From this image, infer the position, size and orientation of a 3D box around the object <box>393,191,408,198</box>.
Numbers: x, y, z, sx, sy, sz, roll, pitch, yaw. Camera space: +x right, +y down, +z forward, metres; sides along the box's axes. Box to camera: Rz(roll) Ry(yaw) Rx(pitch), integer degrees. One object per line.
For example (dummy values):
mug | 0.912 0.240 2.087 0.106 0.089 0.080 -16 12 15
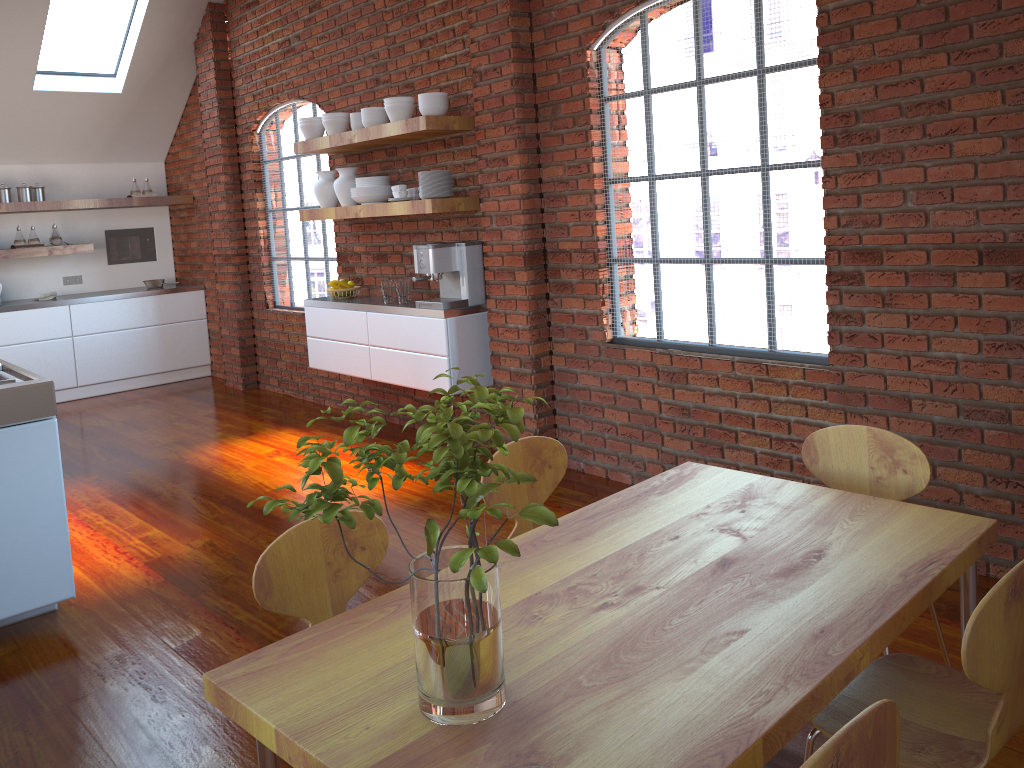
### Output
object | -0.662 -1.117 5.210 0.092 0.046 0.100 6 14 43

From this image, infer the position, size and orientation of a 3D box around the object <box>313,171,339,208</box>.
object | -1.244 -1.312 5.948 0.192 0.247 0.195 -4 7 -1

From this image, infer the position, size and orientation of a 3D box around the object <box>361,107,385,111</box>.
object | -0.843 -1.661 5.406 0.166 0.060 0.167 6 15 43

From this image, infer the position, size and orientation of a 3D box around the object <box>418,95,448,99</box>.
object | -0.440 -1.575 4.922 0.165 0.060 0.168 -4 11 -1

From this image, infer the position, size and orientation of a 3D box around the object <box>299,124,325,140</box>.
object | -1.324 -1.673 5.867 0.180 0.102 0.184 -4 10 -4

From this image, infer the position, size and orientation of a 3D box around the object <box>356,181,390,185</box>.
object | -0.867 -1.232 5.495 0.214 0.054 0.216 6 14 40

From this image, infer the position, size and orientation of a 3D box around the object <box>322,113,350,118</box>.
object | -1.139 -1.696 5.702 0.180 0.102 0.184 -4 10 -4

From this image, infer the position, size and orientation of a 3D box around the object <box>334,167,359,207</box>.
object | -1.065 -1.282 5.740 0.192 0.247 0.195 -1 8 21

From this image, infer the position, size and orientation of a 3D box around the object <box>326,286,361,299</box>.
object | -1.138 -0.616 5.954 0.235 0.070 0.239 -2 11 7

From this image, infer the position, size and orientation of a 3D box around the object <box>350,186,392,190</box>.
object | -0.865 -1.202 5.497 0.282 0.054 0.286 3 13 32

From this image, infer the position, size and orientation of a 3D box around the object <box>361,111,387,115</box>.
object | -0.841 -1.636 5.408 0.166 0.060 0.167 6 15 43

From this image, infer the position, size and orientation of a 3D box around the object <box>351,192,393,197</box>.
object | -0.862 -1.161 5.500 0.282 0.054 0.286 3 13 32

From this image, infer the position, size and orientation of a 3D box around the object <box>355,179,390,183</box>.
object | -0.868 -1.243 5.494 0.214 0.054 0.216 6 14 40

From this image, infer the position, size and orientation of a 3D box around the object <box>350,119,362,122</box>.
object | -0.974 -1.649 5.589 0.099 0.060 0.100 -4 10 -1

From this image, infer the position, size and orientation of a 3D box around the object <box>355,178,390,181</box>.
object | -0.868 -1.251 5.493 0.214 0.054 0.216 6 14 40

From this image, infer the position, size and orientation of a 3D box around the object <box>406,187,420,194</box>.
object | -0.611 -1.171 5.386 0.092 0.058 0.102 -1 10 18

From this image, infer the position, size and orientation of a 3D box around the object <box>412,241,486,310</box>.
object | -0.384 -0.629 5.029 0.383 0.366 0.272 -11 10 -40

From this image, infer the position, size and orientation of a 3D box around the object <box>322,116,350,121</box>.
object | -1.138 -1.674 5.704 0.180 0.102 0.184 -4 10 -4

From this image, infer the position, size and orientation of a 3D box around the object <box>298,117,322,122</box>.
object | -1.327 -1.717 5.864 0.180 0.102 0.184 -4 10 -4

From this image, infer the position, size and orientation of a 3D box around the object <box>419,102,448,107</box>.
object | -0.438 -1.537 4.925 0.165 0.060 0.168 -4 11 -1

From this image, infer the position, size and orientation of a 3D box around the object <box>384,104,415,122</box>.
object | -0.654 -1.571 5.146 0.180 0.102 0.184 0 10 19

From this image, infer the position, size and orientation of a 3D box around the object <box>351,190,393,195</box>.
object | -0.863 -1.173 5.499 0.282 0.054 0.286 3 13 32

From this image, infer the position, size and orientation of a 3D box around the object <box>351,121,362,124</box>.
object | -0.974 -1.636 5.590 0.099 0.060 0.100 -4 10 -1

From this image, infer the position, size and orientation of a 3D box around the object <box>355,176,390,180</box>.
object | -0.869 -1.262 5.493 0.214 0.054 0.216 6 14 40

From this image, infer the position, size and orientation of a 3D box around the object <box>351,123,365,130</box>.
object | -0.972 -1.620 5.591 0.099 0.060 0.100 -4 10 -1

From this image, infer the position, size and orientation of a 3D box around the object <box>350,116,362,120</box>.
object | -0.975 -1.663 5.588 0.099 0.060 0.100 -4 10 -1

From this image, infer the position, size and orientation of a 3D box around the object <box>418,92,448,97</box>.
object | -0.441 -1.589 4.921 0.165 0.060 0.168 -4 11 -1

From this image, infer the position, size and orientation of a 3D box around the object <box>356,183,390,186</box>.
object | -0.866 -1.221 5.496 0.214 0.054 0.216 6 14 40

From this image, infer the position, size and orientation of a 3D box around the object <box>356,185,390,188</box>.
object | -0.866 -1.211 5.497 0.214 0.054 0.216 6 14 40

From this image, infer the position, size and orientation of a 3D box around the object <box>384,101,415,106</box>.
object | -0.655 -1.593 5.145 0.180 0.102 0.184 0 10 19

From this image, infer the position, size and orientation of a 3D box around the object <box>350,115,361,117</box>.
object | -0.976 -1.674 5.587 0.099 0.060 0.100 -4 10 -1

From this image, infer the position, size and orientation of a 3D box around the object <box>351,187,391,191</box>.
object | -0.864 -1.192 5.498 0.282 0.054 0.286 3 13 32

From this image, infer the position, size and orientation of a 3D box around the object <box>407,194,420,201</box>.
object | -0.603 -1.140 5.387 0.092 0.046 0.100 2 12 29

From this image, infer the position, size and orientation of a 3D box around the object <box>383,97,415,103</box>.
object | -0.656 -1.615 5.143 0.180 0.102 0.184 0 10 19

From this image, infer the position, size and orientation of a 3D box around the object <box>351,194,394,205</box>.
object | -0.862 -1.151 5.501 0.282 0.054 0.286 3 13 32

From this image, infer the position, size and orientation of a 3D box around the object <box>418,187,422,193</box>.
object | -0.495 -1.135 5.168 0.092 0.058 0.101 -7 10 -17

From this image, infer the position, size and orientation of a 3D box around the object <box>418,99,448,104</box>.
object | -0.438 -1.550 4.924 0.165 0.060 0.168 -4 11 -1

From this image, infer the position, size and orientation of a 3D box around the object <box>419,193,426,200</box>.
object | -0.499 -1.102 5.168 0.092 0.046 0.100 -5 10 -6

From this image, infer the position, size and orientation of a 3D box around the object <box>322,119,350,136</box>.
object | -1.136 -1.653 5.705 0.180 0.102 0.184 -4 10 -4

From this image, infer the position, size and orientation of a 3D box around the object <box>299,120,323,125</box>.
object | -1.325 -1.695 5.865 0.180 0.102 0.184 -4 10 -4

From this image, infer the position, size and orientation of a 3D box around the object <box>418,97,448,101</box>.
object | -0.439 -1.564 4.923 0.165 0.060 0.168 -4 11 -1

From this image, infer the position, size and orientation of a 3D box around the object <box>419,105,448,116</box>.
object | -0.436 -1.521 4.926 0.165 0.060 0.168 -4 11 -1

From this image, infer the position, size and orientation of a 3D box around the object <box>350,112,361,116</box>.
object | -0.977 -1.688 5.586 0.099 0.060 0.100 -4 10 -1

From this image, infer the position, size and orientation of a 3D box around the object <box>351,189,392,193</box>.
object | -0.864 -1.183 5.499 0.282 0.054 0.286 3 13 32

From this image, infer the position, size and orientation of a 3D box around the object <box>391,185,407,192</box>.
object | -0.670 -1.149 5.210 0.092 0.058 0.101 2 11 33
